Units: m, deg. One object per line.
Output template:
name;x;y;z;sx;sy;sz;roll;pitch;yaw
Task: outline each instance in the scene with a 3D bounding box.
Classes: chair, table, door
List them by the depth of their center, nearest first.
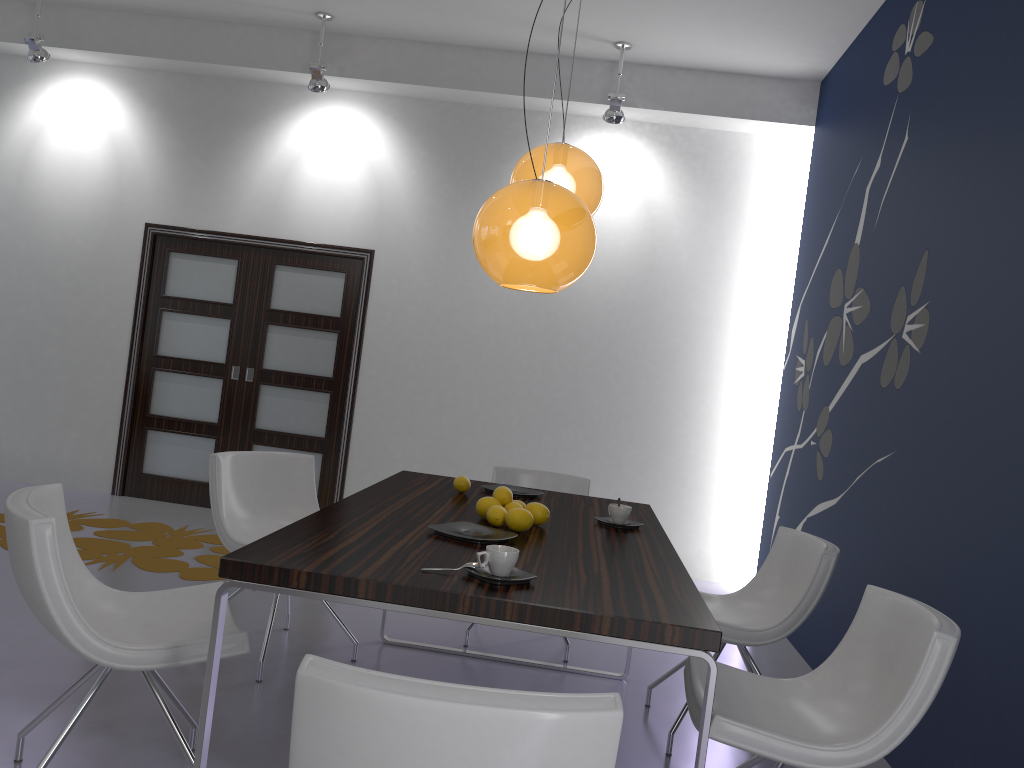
chair;-0.129;0.845;1.583;0.508;0.805;0.620;7;1;-1
chair;0.785;0.956;2.369;0.620;0.805;0.508;7;1;4
chair;-1.071;0.716;2.410;0.620;0.805;0.508;7;1;-26
table;-0.072;0.852;2.979;1.127;0.783;2.046;7;1;4
chair;0.867;0.958;3.406;0.620;0.805;0.508;7;1;-1
chair;-0.959;0.719;3.706;0.620;0.805;0.508;8;1;39
chair;0.088;0.849;4.357;0.508;0.805;0.620;7;1;4
door;-2.003;-0.076;6.692;1.764;2.061;0.220;7;1;4

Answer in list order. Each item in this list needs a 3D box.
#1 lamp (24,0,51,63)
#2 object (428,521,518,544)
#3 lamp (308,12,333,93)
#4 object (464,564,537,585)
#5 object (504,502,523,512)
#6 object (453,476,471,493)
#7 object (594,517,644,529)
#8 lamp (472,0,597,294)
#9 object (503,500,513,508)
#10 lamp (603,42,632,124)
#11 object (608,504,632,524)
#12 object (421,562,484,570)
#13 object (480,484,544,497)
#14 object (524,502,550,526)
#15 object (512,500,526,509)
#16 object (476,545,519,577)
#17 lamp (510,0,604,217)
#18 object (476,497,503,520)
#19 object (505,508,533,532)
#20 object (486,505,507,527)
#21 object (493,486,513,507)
lamp;-3.260;-2.465;6.115;0.150;0.511;0.185;7;1;4
object;-0.117;0.446;2.653;0.232;0.020;0.232;8;1;33
lamp;-1.283;-2.209;5.959;0.150;0.511;0.185;7;1;4
object;-0.030;0.462;2.150;0.154;0.020;0.154;7;1;-40
object;0.007;0.431;2.961;0.069;0.071;0.081;7;1;-18
object;-0.200;0.401;3.546;0.070;0.068;0.083;7;1;8
object;0.388;0.506;3.228;0.154;0.020;0.154;7;1;-41
lamp;0.173;-1.252;2.547;0.358;1.974;0.359;7;1;10
object;-0.024;0.428;3.124;0.070;0.068;0.083;7;1;8
lamp;0.694;-1.952;5.803;0.150;0.511;0.185;7;1;4
object;0.383;0.474;3.233;0.101;0.064;0.081;8;1;29
object;-0.141;0.440;2.138;0.155;0.028;0.032;7;1;-15
object;0.000;0.452;3.737;0.232;0.020;0.232;8;1;33
object;0.083;0.438;2.989;0.079;0.077;0.094;7;1;-42
object;0.012;0.433;3.043;0.083;0.068;0.070;7;1;-27
object;-0.031;0.430;2.141;0.081;0.064;0.101;8;1;30
lamp;0.256;-1.415;3.362;0.359;1.645;0.358;7;1;15
object;-0.076;0.417;2.958;0.094;0.080;0.076;7;1;6
object;0.023;0.432;2.820;0.094;0.077;0.079;7;1;-22
object;-0.048;0.427;2.867;0.070;0.068;0.083;7;1;8
object;-0.031;0.382;3.008;0.070;0.068;0.083;7;1;8
